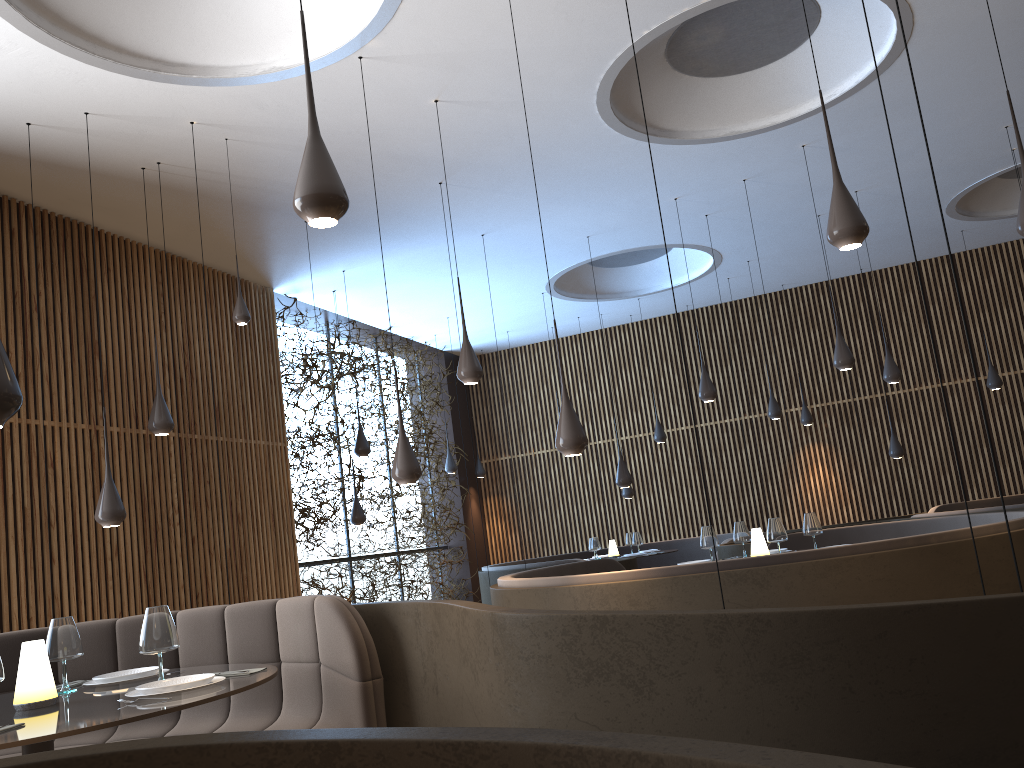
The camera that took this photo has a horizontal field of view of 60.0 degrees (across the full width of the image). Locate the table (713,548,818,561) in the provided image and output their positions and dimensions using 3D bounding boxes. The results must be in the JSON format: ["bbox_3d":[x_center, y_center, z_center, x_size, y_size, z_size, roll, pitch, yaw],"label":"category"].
[{"bbox_3d":[1.932,1.814,6.566,1.676,1.020,1.675,-13,-11,30],"label":"table"}]

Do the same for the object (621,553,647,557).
[{"bbox_3d":[1.541,2.163,11.176,0.332,0.014,0.333,-9,-10,6],"label":"object"}]

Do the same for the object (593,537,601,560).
[{"bbox_3d":[1.137,2.223,11.990,0.142,0.294,0.142,-11,-10,20],"label":"object"}]

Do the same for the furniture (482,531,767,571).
[{"bbox_3d":[1.597,2.644,11.453,3.882,1.043,3.807,-7,-10,-3],"label":"furniture"}]

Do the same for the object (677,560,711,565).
[{"bbox_3d":[1.424,1.403,6.924,0.263,0.029,0.264,-5,-10,-13],"label":"object"}]

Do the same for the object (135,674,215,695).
[{"bbox_3d":[-1.179,1.056,3.111,0.263,0.029,0.264,-7,-10,-3],"label":"object"}]

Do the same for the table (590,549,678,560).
[{"bbox_3d":[1.413,2.788,11.599,1.671,1.020,1.680,-4,-10,-18],"label":"table"}]

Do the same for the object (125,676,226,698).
[{"bbox_3d":[-1.177,1.066,3.110,0.331,0.014,0.333,-6,-10,-9],"label":"object"}]

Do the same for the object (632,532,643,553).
[{"bbox_3d":[1.619,2.055,11.408,0.142,0.294,0.142,-10,-9,13],"label":"object"}]

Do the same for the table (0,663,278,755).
[{"bbox_3d":[-1.633,1.653,3.087,1.673,1.020,1.678,-10,-10,12],"label":"table"}]

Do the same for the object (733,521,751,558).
[{"bbox_3d":[1.838,1.245,7.070,0.142,0.294,0.142,-15,-12,41],"label":"object"}]

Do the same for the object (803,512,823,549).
[{"bbox_3d":[2.263,1.116,6.665,0.142,0.294,0.142,-6,-9,-9],"label":"object"}]

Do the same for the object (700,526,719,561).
[{"bbox_3d":[1.503,1.228,6.735,0.142,0.294,0.142,-5,-9,-13],"label":"object"}]

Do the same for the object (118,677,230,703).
[{"bbox_3d":[-1.178,1.066,3.105,0.204,0.012,0.412,-9,-10,9],"label":"object"}]

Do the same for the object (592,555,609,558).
[{"bbox_3d":[1.233,2.376,12.189,0.263,0.029,0.264,-10,-10,12],"label":"object"}]

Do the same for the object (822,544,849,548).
[{"bbox_3d":[2.358,1.192,6.431,0.264,0.029,0.263,-15,-12,35],"label":"object"}]

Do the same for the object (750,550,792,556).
[{"bbox_3d":[2.079,1.361,7.113,0.333,0.014,0.332,-15,-13,37],"label":"object"}]

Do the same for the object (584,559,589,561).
[{"bbox_3d":[0.863,2.292,11.459,0.263,0.029,0.264,-1,-12,-33],"label":"object"}]

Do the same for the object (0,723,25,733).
[{"bbox_3d":[-1.573,1.034,2.607,0.126,0.017,0.263,-9,-10,7],"label":"object"}]

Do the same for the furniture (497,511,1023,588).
[{"bbox_3d":[1.886,1.745,6.532,3.879,1.114,3.807,-7,-10,-4],"label":"furniture"}]

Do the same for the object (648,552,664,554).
[{"bbox_3d":[1.832,2.146,11.256,0.126,0.017,0.263,-4,-11,-19],"label":"object"}]

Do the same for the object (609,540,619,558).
[{"bbox_3d":[1.333,2.175,11.694,0.142,0.231,0.145,-8,-9,1],"label":"object"}]

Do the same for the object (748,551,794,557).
[{"bbox_3d":[2.083,1.361,7.111,0.411,0.012,0.205,-13,-11,27],"label":"object"}]

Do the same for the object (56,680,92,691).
[{"bbox_3d":[-1.893,1.287,3.777,0.126,0.017,0.263,-9,-10,11],"label":"object"}]

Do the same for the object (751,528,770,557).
[{"bbox_3d":[1.852,1.201,6.660,0.143,0.231,0.144,-14,-11,36],"label":"object"}]

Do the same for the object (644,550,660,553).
[{"bbox_3d":[1.825,2.250,11.869,0.332,0.014,0.333,-8,-10,5],"label":"object"}]

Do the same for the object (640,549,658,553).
[{"bbox_3d":[1.824,2.241,11.870,0.263,0.029,0.264,-9,-10,9],"label":"object"}]

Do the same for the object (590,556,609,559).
[{"bbox_3d":[1.234,2.385,12.188,0.332,0.014,0.333,-11,-11,18],"label":"object"}]

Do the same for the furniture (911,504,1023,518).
[{"bbox_3d":[5.217,1.770,9.169,0.900,1.043,2.543,-3,-11,-27],"label":"furniture"}]

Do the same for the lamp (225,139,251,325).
[{"bbox_3d":[-2.155,-1.194,6.875,0.133,1.503,0.133,-10,-9,15],"label":"lamp"}]

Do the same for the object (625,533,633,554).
[{"bbox_3d":[1.607,2.163,12.000,0.142,0.294,0.142,-3,-10,-26],"label":"object"}]

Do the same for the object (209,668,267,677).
[{"bbox_3d":[-1.084,1.112,3.395,0.262,0.017,0.127,-10,-10,13],"label":"object"}]

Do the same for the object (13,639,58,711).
[{"bbox_3d":[-1.713,1.040,3.181,0.145,0.231,0.142,-15,-12,41],"label":"object"}]

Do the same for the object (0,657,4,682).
[{"bbox_3d":[-1.705,0.945,2.834,0.142,0.294,0.142,-10,-9,17],"label":"object"}]

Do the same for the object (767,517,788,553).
[{"bbox_3d":[1.872,1.093,6.252,0.142,0.294,0.142,-5,-9,-18],"label":"object"}]

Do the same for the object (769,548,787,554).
[{"bbox_3d":[2.078,1.351,7.114,0.263,0.029,0.264,-10,-10,15],"label":"object"}]

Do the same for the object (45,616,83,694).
[{"bbox_3d":[-1.813,1.095,3.586,0.142,0.294,0.142,-6,-9,-12],"label":"object"}]

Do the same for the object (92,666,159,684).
[{"bbox_3d":[-1.607,1.219,3.702,0.263,0.029,0.264,-5,-10,-14],"label":"object"}]

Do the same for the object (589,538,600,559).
[{"bbox_3d":[1.055,2.124,11.381,0.142,0.294,0.142,-10,-9,15],"label":"object"}]

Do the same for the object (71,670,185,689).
[{"bbox_3d":[-1.601,1.229,3.700,0.411,0.012,0.205,-9,-10,7],"label":"object"}]

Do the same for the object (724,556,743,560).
[{"bbox_3d":[1.838,1.430,7.284,0.127,0.017,0.262,-14,-12,31],"label":"object"}]

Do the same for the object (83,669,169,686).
[{"bbox_3d":[-1.606,1.228,3.700,0.332,0.014,0.333,-10,-10,12],"label":"object"}]

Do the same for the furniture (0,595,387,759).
[{"bbox_3d":[-1.702,1.584,3.932,2.534,1.056,0.934,-10,-10,16],"label":"furniture"}]

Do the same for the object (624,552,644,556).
[{"bbox_3d":[1.540,2.153,11.178,0.263,0.029,0.263,-12,-11,25],"label":"object"}]

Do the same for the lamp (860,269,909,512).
[{"bbox_3d":[5.721,1.317,13.030,0.196,6.251,0.196,-14,-11,35],"label":"lamp"}]

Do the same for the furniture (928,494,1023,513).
[{"bbox_3d":[7.290,1.687,10.431,1.980,1.043,3.951,0,-12,-37],"label":"furniture"}]

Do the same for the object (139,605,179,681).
[{"bbox_3d":[-1.321,0.983,3.321,0.142,0.294,0.142,-11,-10,23],"label":"object"}]

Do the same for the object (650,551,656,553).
[{"bbox_3d":[1.827,2.251,11.865,0.204,0.012,0.412,-4,-11,-18],"label":"object"}]
